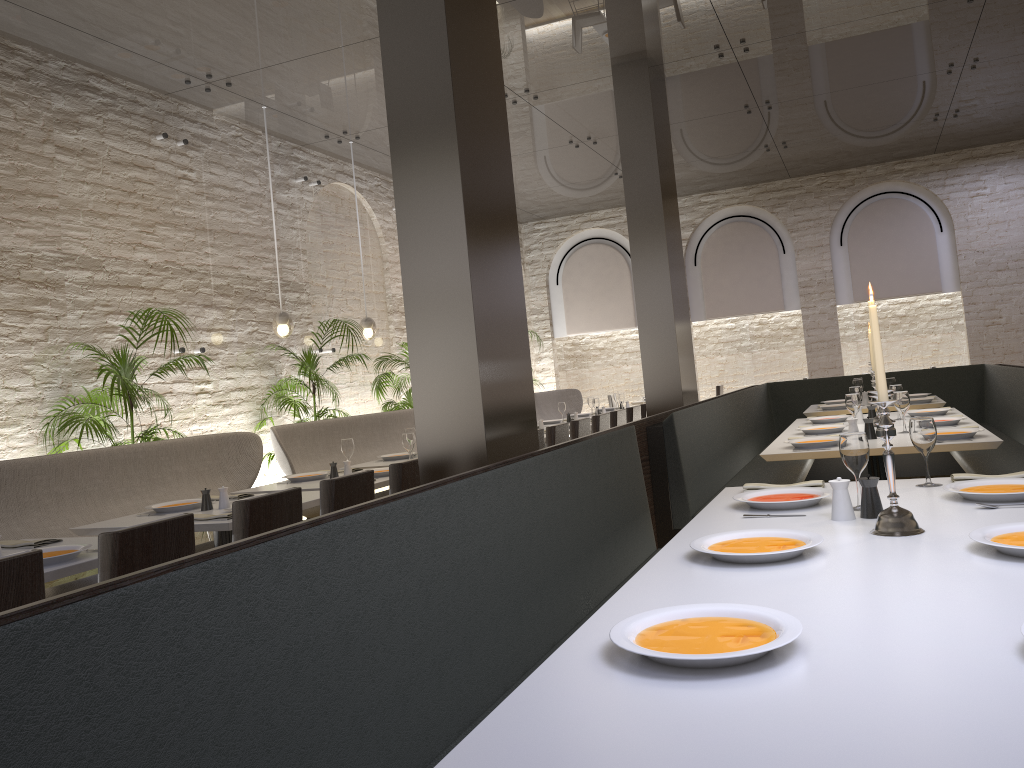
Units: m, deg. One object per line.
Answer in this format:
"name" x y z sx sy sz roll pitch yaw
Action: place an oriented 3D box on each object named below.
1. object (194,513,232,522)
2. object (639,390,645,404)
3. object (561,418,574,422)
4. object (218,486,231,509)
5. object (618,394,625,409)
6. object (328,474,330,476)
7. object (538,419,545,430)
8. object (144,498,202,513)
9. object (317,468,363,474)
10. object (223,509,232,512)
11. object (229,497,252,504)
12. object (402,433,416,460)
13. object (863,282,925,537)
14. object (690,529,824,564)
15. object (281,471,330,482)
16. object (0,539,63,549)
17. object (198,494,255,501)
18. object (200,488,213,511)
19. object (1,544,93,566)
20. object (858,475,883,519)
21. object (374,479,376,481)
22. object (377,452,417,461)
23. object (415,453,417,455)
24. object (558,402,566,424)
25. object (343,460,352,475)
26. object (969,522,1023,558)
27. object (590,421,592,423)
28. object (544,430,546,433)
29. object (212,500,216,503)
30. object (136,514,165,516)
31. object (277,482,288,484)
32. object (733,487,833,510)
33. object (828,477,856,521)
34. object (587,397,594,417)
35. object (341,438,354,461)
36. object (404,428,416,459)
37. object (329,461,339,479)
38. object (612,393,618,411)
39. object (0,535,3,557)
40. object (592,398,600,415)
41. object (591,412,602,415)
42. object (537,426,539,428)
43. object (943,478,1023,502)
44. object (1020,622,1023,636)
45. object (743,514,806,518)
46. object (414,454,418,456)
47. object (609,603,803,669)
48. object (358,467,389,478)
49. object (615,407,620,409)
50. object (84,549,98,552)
"object" -1.356 0.602 4.023 0.272 0.033 0.143 -6 0 22
"object" 1.783 0.199 12.042 0.086 0.231 0.086 -4 -3 -38
"object" 0.573 0.421 10.201 0.272 0.033 0.143 -6 0 22
"object" -1.438 0.564 4.422 0.059 0.109 0.059 -6 -2 14
"object" 1.363 0.239 10.996 0.086 0.231 0.086 -4 -3 -38
"object" -1.230 0.592 5.774 0.181 0.015 0.038 -6 0 23
"object" 0.289 0.400 8.717 0.059 0.109 0.059 -6 -2 14
"object" -1.716 0.630 4.558 0.321 0.036 0.321 -5 0 0
"object" -1.149 0.583 5.919 0.272 0.033 0.143 -6 0 22
"object" -1.293 0.597 4.188 0.181 0.015 0.038 -6 0 23
"object" -1.221 0.582 4.356 0.321 0.036 0.321 -5 0 0
"object" -0.651 0.429 5.632 0.086 0.231 0.086 -4 -2 -26
"object" 0.966 0.056 2.307 0.131 0.658 0.390 -7 -2 33
"object" 0.604 0.405 2.192 0.321 0.036 0.321 -5 0 -2
"object" -1.293 0.590 5.609 0.322 0.036 0.321 -5 0 -33
"object" -2.038 0.668 3.707 0.272 0.033 0.143 -6 0 22
"object" -1.571 0.623 4.868 0.272 0.033 0.143 -6 0 22
"object" -1.520 0.572 4.406 0.059 0.109 0.059 -6 -2 14
"object" -1.688 0.626 3.196 0.321 0.036 0.321 -5 0 0
"object" 1.026 0.323 2.537 0.068 0.127 0.069 -6 -2 16
"object" -0.933 0.562 5.074 0.272 0.033 0.143 -6 0 22
"object" -0.859 0.549 6.689 0.321 0.036 0.321 -5 0 4
"object" -0.715 0.542 6.999 0.272 0.033 0.143 -6 0 22
"object" 0.549 0.316 9.651 0.086 0.231 0.086 -4 -3 -38
"object" -1.015 0.524 5.473 0.059 0.109 0.059 -7 -2 30
"object" 1.189 0.349 1.955 0.321 0.036 0.321 -5 0 -2
"object" 0.788 0.399 9.356 0.272 0.033 0.143 -6 0 22
"object" 0.371 0.439 8.318 0.272 0.033 0.143 -6 0 22
"object" -1.653 0.632 4.723 0.181 0.015 0.038 -6 0 23
"object" -1.788 0.647 4.388 0.185 0.010 0.017 -6 -1 22
"object" -1.365 0.607 5.440 0.185 0.010 0.017 -6 -1 22
"object" 0.888 0.379 2.897 0.320 0.036 0.322 -6 0 42
"object" 0.946 0.330 2.544 0.068 0.127 0.069 -6 -2 16
"object" 0.958 0.277 10.669 0.086 0.231 0.086 -4 -3 -38
"object" -1.048 0.467 5.679 0.086 0.231 0.086 -4 -2 -26
"object" -0.735 0.437 6.458 0.086 0.231 0.086 -5 -2 -20
"object" -1.097 0.532 5.457 0.059 0.109 0.059 -7 -2 30
"object" 1.379 0.237 11.715 0.086 0.231 0.086 -4 -3 -38
"object" -1.905 0.608 3.261 0.059 0.109 0.059 -6 -2 14
"object" 0.953 0.277 9.978 0.086 0.231 0.086 -4 -3 -38
"object" 0.984 0.382 11.224 0.272 0.033 0.143 -6 0 22
"object" 0.155 0.460 9.163 0.272 0.033 0.143 -6 0 22
"object" 1.473 0.322 2.660 0.320 0.036 0.322 -6 0 42
"object" 0.912 0.375 1.266 0.321 0.036 0.321 -5 0 -2
"object" 0.796 0.398 2.687 0.185 0.010 0.017 -6 -1 22
"object" -0.796 0.551 6.854 0.181 0.015 0.038 -6 0 23
"object" 0.327 0.432 1.503 0.321 0.036 0.321 -5 0 -2
"object" -0.798 0.542 5.408 0.322 0.036 0.321 -5 0 -33
"object" 1.410 0.341 12.282 0.272 0.033 0.143 -6 0 22
"object" -1.625 0.631 3.362 0.185 0.010 0.017 -6 -1 22
